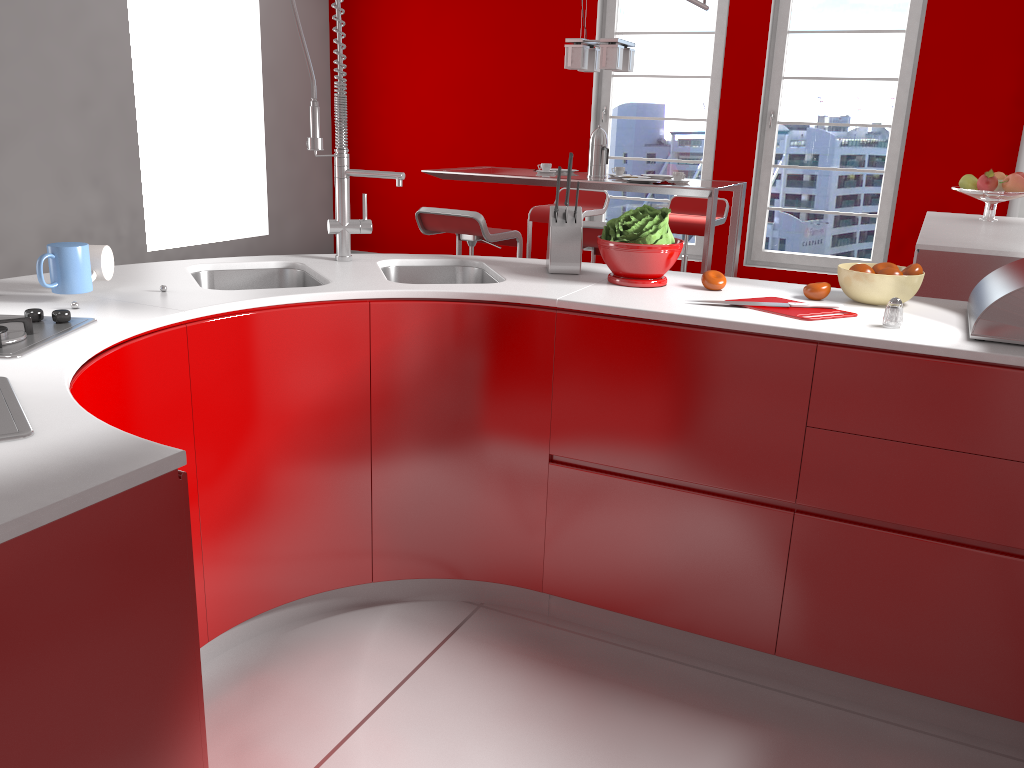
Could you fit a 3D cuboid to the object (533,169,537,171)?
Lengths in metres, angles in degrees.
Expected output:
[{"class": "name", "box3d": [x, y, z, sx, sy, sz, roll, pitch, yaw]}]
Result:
[{"class": "object", "box3d": [0.177, -1.323, 5.486, 0.095, 0.012, 0.234, 9, 18, 23]}]

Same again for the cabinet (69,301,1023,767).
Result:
[{"class": "cabinet", "box3d": [0.129, 0.285, 1.908, 1.875, 0.761, 1.025, -4, 17, -19]}]

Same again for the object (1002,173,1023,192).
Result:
[{"class": "object", "box3d": [2.531, -1.005, 4.452, 0.121, 0.101, 0.097, 3, 16, 3]}]

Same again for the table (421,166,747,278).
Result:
[{"class": "table", "box3d": [0.399, -0.720, 5.255, 1.700, 1.000, 0.800, 10, 18, 24]}]

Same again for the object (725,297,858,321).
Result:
[{"class": "object", "box3d": [0.656, -0.179, 2.097, 0.168, 0.006, 0.266, -10, 21, -36]}]

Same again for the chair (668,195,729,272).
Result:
[{"class": "chair", "box3d": [1.136, -0.785, 5.822, 0.418, 0.857, 0.460, 10, 18, 26]}]

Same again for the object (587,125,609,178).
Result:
[{"class": "object", "box3d": [0.502, -1.315, 5.011, 0.149, 0.287, 0.113, 12, 19, 31]}]

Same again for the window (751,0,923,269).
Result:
[{"class": "window", "box3d": [2.296, -1.857, 6.343, 0.938, 2.038, 0.117, 10, 18, 24]}]

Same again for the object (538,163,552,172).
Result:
[{"class": "object", "box3d": [0.197, -1.277, 5.243, 0.062, 0.049, 0.078, -12, 22, -40]}]

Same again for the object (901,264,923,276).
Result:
[{"class": "object", "box3d": [0.978, -0.268, 2.180, 0.055, 0.058, 0.066, 5, 17, 10]}]

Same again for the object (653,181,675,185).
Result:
[{"class": "object", "box3d": [0.811, -1.053, 4.646, 0.095, 0.012, 0.234, 10, 18, 24]}]

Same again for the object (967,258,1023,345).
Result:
[{"class": "object", "box3d": [1.172, -0.201, 1.925, 0.300, 0.170, 0.400, 10, 18, 24]}]

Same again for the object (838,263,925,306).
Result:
[{"class": "object", "box3d": [0.916, -0.245, 2.218, 0.201, 0.086, 0.201, 10, 18, 25]}]

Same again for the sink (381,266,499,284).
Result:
[{"class": "sink", "box3d": [-0.206, -0.213, 2.487, 0.326, 0.172, 0.428, -2, 17, -13]}]

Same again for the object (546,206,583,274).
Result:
[{"class": "object", "box3d": [0.149, -0.412, 2.508, 0.091, 0.178, 0.137, 2, 16, -2]}]

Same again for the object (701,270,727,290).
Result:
[{"class": "object", "box3d": [0.527, -0.270, 2.313, 0.064, 0.048, 0.063, 3, 16, 3]}]

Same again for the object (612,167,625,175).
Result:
[{"class": "object", "box3d": [0.622, -1.238, 5.164, 0.062, 0.049, 0.078, -5, 18, -24]}]

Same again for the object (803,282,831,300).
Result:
[{"class": "object", "box3d": [0.766, -0.234, 2.229, 0.065, 0.047, 0.063, 9, 18, 23]}]

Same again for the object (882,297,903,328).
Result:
[{"class": "object", "box3d": [0.833, -0.156, 1.935, 0.043, 0.066, 0.042, 15, 20, 36]}]

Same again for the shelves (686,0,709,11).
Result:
[{"class": "shelves", "box3d": [0.795, -1.353, 1.825, 0.934, 1.023, 0.462, 10, 18, 24]}]

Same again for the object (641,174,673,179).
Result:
[{"class": "object", "box3d": [0.860, -1.211, 5.183, 0.217, 0.015, 0.217, 2, 16, 1]}]

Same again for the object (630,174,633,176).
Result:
[{"class": "object", "box3d": [0.736, -1.231, 5.242, 0.095, 0.012, 0.234, 9, 18, 23]}]

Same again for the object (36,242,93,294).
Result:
[{"class": "object", "box3d": [-0.941, -0.243, 1.874, 0.080, 0.100, 0.109, 2, 16, -2]}]

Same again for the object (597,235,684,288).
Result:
[{"class": "object", "box3d": [0.338, -0.328, 2.363, 0.229, 0.118, 0.228, 1, 16, -4]}]

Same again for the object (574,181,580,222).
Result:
[{"class": "object", "box3d": [0.177, -0.466, 2.474, 0.009, 0.197, 0.091, 1, 16, -4]}]

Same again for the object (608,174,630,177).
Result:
[{"class": "object", "box3d": [0.625, -1.213, 5.164, 0.119, 0.016, 0.119, 9, 18, 21]}]

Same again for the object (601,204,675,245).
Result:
[{"class": "object", "box3d": [0.330, -0.381, 2.352, 0.198, 0.182, 0.193, 12, 19, 29]}]

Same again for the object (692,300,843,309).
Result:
[{"class": "object", "box3d": [0.599, -0.190, 2.101, 0.375, 0.008, 0.041, 3, 16, 2]}]

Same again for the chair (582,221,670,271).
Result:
[{"class": "chair", "box3d": [0.521, -0.379, 4.365, 0.418, 0.857, 0.460, 8, 17, 19]}]

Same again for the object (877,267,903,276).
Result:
[{"class": "object", "box3d": [0.919, -0.260, 2.162, 0.066, 0.049, 0.062, 9, 18, 21]}]

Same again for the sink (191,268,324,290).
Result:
[{"class": "sink", "box3d": [-0.665, -0.183, 2.327, 0.326, 0.172, 0.428, -6, 18, -25]}]

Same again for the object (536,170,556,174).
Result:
[{"class": "object", "box3d": [0.201, -1.253, 5.244, 0.119, 0.016, 0.119, 4, 16, 5]}]

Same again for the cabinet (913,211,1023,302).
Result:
[{"class": "cabinet", "box3d": [2.238, -0.300, 4.274, 0.610, 0.880, 1.802, 10, 18, 24]}]

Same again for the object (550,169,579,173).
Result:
[{"class": "object", "box3d": [0.301, -1.303, 5.427, 0.217, 0.015, 0.217, -12, 21, -39]}]

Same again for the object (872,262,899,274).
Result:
[{"class": "object", "box3d": [0.933, -0.277, 2.220, 0.065, 0.052, 0.062, 5, 17, 9]}]

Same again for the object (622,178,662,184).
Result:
[{"class": "object", "box3d": [0.690, -1.077, 4.707, 0.217, 0.015, 0.217, -7, 19, -27]}]

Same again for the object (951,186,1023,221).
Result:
[{"class": "object", "box3d": [2.486, -0.929, 4.602, 0.398, 0.159, 0.398, -2, 17, -15]}]

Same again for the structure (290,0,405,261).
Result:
[{"class": "structure", "box3d": [-0.456, -0.782, 2.381, 0.308, 0.920, 0.178, -4, 18, -21]}]

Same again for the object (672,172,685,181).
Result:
[{"class": "object", "box3d": [0.906, -1.121, 4.802, 0.078, 0.049, 0.062, 9, 18, 24]}]

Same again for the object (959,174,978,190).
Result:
[{"class": "object", "box3d": [2.396, -1.052, 4.638, 0.083, 0.086, 0.100, -2, 17, -15]}]

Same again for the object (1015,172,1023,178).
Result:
[{"class": "object", "box3d": [2.597, -1.042, 4.556, 0.150, 0.129, 0.117, -3, 17, -17]}]

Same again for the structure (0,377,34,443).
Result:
[{"class": "structure", "box3d": [-0.869, 0.041, 1.099, 0.457, 0.037, 0.303, -9, 20, -33]}]

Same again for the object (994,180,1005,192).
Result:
[{"class": "object", "box3d": [2.513, -1.019, 4.590, 0.084, 0.079, 0.086, -10, 20, -35]}]

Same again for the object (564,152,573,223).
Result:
[{"class": "object", "box3d": [0.151, -0.477, 2.460, 0.014, 0.322, 0.150, 1, 16, -4]}]

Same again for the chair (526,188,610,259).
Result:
[{"class": "chair", "box3d": [0.382, -0.906, 6.140, 0.418, 0.857, 0.460, 12, 19, 31]}]

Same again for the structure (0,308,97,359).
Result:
[{"class": "structure", "box3d": [-1.033, -0.108, 1.585, 0.457, 0.037, 0.303, 2, 16, 0]}]

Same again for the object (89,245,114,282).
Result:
[{"class": "object", "box3d": [-0.967, -0.272, 1.998, 0.100, 0.080, 0.109, 1, 16, -5]}]

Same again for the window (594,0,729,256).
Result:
[{"class": "window", "box3d": [1.124, -2.055, 6.869, 0.938, 2.038, 0.117, 10, 18, 24]}]

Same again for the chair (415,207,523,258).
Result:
[{"class": "chair", "box3d": [-0.230, -0.507, 4.708, 0.418, 0.857, 0.460, 11, 19, 28]}]

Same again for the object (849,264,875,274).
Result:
[{"class": "object", "box3d": [0.870, -0.275, 2.205, 0.066, 0.049, 0.062, 12, 19, 31]}]

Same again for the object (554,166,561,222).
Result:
[{"class": "object", "box3d": [0.123, -0.465, 2.472, 0.012, 0.279, 0.130, 1, 16, -4]}]

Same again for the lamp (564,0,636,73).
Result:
[{"class": "lamp", "box3d": [0.504, -2.233, 4.784, 0.304, 1.025, 0.304, 10, 18, 24]}]

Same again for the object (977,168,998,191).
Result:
[{"class": "object", "box3d": [2.417, -1.034, 4.512, 0.097, 0.133, 0.117, 6, 17, 14]}]

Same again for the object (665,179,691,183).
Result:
[{"class": "object", "box3d": [0.898, -1.099, 4.812, 0.119, 0.016, 0.119, -14, 23, -43]}]

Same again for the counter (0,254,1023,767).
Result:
[{"class": "counter", "box3d": [-0.097, 0.265, 2.062, 2.865, 0.880, 1.868, -8, 19, -30]}]

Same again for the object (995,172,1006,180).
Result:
[{"class": "object", "box3d": [2.541, -1.062, 4.663, 0.117, 0.105, 0.096, -9, 20, -34]}]

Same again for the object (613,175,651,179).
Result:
[{"class": "object", "box3d": [0.671, -1.151, 4.958, 0.217, 0.015, 0.217, -6, 18, -27]}]
